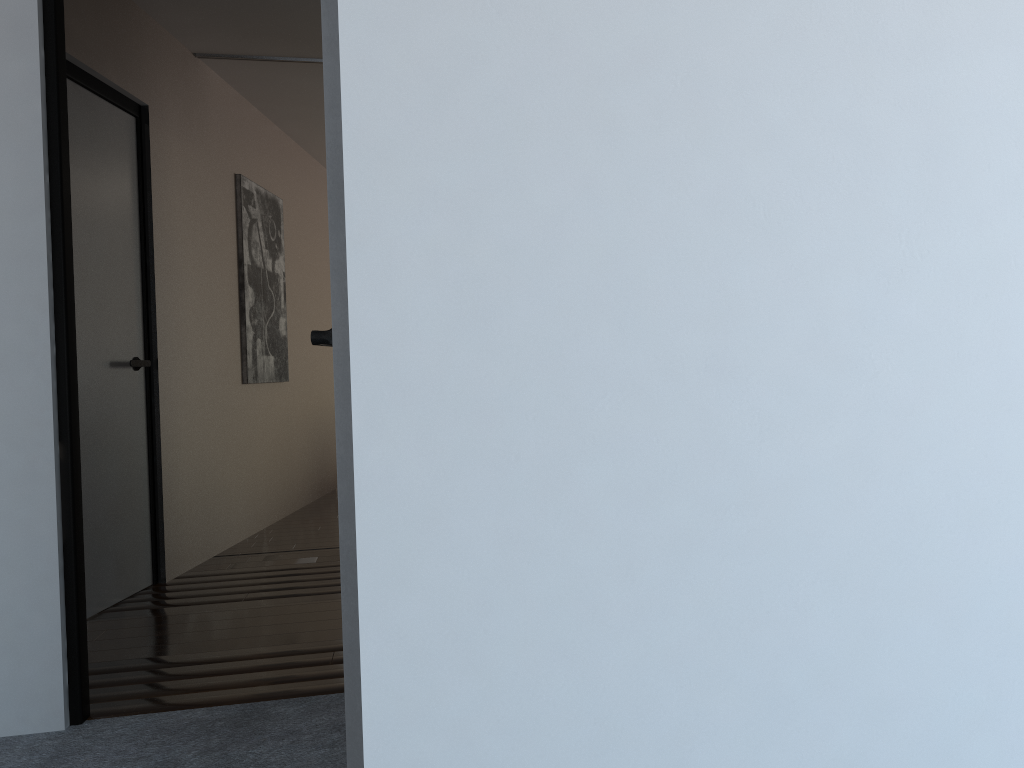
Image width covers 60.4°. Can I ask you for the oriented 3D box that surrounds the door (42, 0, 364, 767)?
[{"bbox_3d":[-0.638,-0.167,1.979,1.022,2.093,0.958,-2,1,-10],"label":"door"}]

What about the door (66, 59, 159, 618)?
[{"bbox_3d":[-1.648,-0.160,3.353,0.154,2.093,1.000,-2,1,3],"label":"door"}]

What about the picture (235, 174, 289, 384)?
[{"bbox_3d":[-1.482,-0.590,5.260,0.029,1.165,0.751,-2,1,3],"label":"picture"}]
